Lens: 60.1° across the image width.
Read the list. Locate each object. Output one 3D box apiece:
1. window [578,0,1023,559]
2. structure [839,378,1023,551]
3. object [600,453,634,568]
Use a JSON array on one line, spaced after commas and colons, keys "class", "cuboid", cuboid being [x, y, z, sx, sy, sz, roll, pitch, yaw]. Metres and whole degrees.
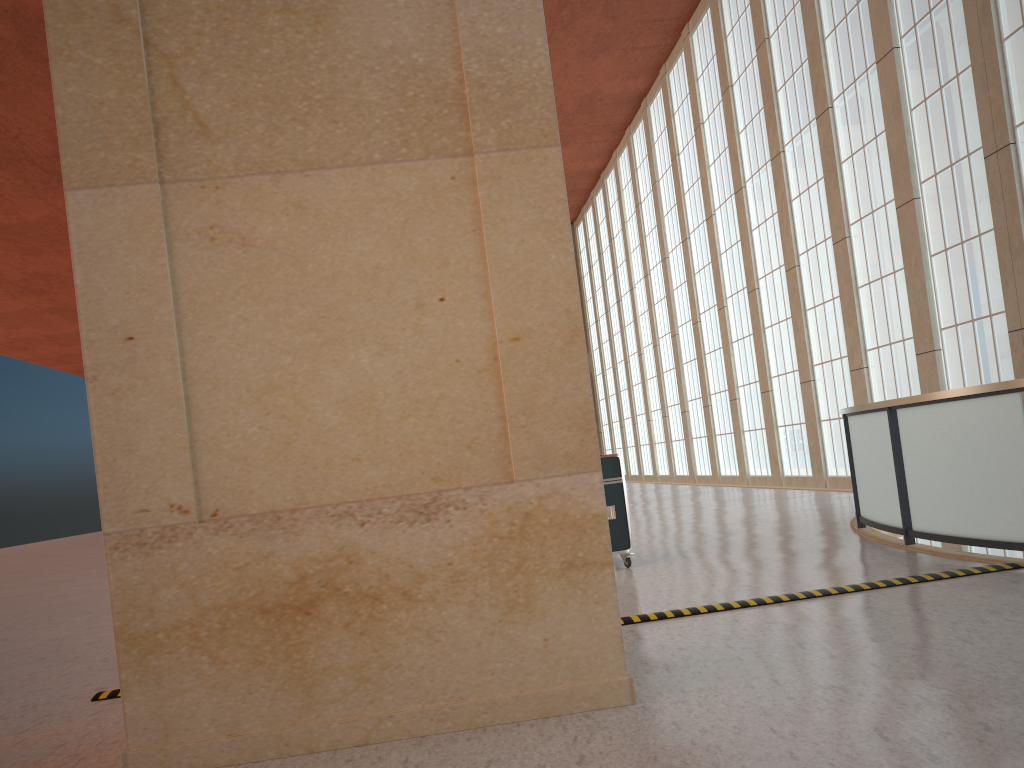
[{"class": "window", "cuboid": [4.748, 4.620, 74.900, 0.010, 28.573, 165.551, -7, -5, -6]}, {"class": "structure", "cuboid": [7.219, 0.644, 9.306, 5.234, 1.791, 13.146, -6, -5, -16]}, {"class": "object", "cuboid": [0.991, 1.787, 12.266, 1.054, 1.539, 1.277, -7, -3, -6]}]
